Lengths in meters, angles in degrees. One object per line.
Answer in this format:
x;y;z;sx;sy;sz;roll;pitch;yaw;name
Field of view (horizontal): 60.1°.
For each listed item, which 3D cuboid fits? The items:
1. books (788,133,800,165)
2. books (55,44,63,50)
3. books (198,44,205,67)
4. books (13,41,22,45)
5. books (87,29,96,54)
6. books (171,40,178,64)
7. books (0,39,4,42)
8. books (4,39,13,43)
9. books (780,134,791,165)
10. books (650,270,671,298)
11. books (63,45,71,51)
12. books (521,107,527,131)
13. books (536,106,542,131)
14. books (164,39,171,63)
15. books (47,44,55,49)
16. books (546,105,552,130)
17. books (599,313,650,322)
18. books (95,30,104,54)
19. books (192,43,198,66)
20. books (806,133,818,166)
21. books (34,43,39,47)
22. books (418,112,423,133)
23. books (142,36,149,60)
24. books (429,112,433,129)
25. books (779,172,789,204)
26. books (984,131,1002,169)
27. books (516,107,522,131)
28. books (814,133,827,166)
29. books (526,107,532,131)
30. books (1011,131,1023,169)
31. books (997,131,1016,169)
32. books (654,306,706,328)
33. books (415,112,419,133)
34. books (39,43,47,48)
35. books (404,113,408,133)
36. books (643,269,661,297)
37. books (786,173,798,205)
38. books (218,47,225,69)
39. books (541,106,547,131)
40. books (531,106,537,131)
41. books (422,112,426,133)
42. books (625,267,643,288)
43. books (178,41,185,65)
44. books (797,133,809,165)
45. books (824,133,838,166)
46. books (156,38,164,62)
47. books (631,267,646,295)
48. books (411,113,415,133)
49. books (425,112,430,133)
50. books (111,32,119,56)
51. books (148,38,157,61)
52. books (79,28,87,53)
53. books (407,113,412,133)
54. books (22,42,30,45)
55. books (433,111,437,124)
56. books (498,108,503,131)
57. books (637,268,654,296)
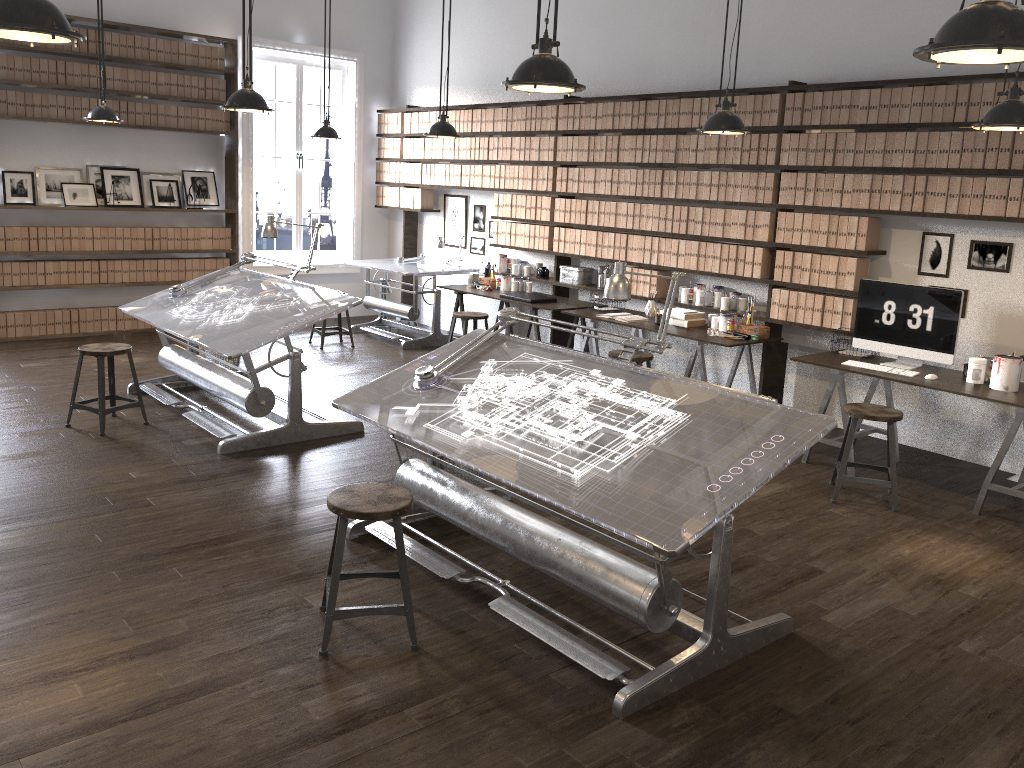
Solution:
2.043;-1.652;6.267;0.175;0.223;0.067;-6;14;-40;books
-4.241;-3.217;8.240;0.067;0.223;0.176;-6;14;-40;books
-3.216;-3.359;9.088;0.067;0.224;0.176;-6;14;-40;books
-4.501;-3.181;8.022;0.067;0.223;0.176;-6;14;-40;books
-4.018;-3.247;8.420;0.067;0.224;0.176;-6;14;-40;books
-3.428;-3.331;8.918;0.067;0.223;0.176;-6;14;-40;books
-4.607;-3.165;7.932;0.067;0.223;0.175;-6;14;-40;books
-4.556;-3.174;7.979;0.067;0.223;0.175;-6;14;-40;books
1.999;-1.667;6.324;0.175;0.223;0.067;-6;14;-40;books
1.232;-0.829;7.351;0.175;0.223;0.067;-7;14;-40;books
-4.187;-3.225;8.285;0.067;0.223;0.175;-6;14;-40;books
0.175;-2.511;8.420;0.175;0.223;0.067;-7;14;-40;books
0.314;-2.470;8.265;0.175;0.223;0.067;-7;14;-40;books
-3.482;-3.324;8.875;0.067;0.223;0.175;-6;14;-40;books
-4.289;-3.209;8.193;0.067;0.224;0.176;-6;14;-40;books
0.402;-2.441;8.159;0.175;0.223;0.067;-6;14;-40;books
0.880;-0.534;7.021;0.257;0.029;0.357;-8;16;-39;books
-3.965;-3.256;8.472;0.067;0.223;0.176;-6;14;-40;books
-3.270;-3.353;9.049;0.067;0.223;0.176;-6;14;-40;books
2.133;-1.625;6.168;0.175;0.223;0.067;-6;14;-40;books
-4.391;-3.196;8.112;0.067;0.223;0.176;-6;14;-40;books
-0.935;-2.861;9.727;0.175;0.223;0.067;-7;14;-40;books
-3.642;-3.299;8.732;0.067;0.224;0.176;-6;14;-40;books
-0.804;-2.820;9.572;0.175;0.223;0.067;-7;14;-40;books
2.001;-1.400;6.353;0.175;0.223;0.067;-7;14;-40;books
2.899;-1.386;5.277;0.175;0.223;0.067;-6;14;-40;books
0.131;-2.526;8.476;0.175;0.223;0.067;-7;14;-40;books
2.177;-1.612;6.120;0.175;0.223;0.067;-7;14;-40;books
0.221;-2.497;8.365;0.175;0.224;0.067;-6;14;-40;books
2.994;-1.356;5.165;0.175;0.223;0.067;-6;14;-40;books
2.942;-1.370;5.217;0.175;0.224;0.067;-7;14;-40;books
1.273;-0.527;6.827;0.386;0.146;0.296;-8;16;-39;books
-0.983;-2.875;9.777;0.175;0.223;0.067;-6;14;-40;books
-4.343;-3.203;8.153;0.067;0.223;0.176;-6;14;-40;books
-1.121;-2.920;9.945;0.175;0.223;0.067;-6;14;-40;books
1.183;-0.843;7.401;0.175;0.223;0.067;-7;14;-40;books
2.038;-1.387;6.303;0.175;0.224;0.067;-6;14;-40;books
-3.057;-3.382;9.223;0.067;0.223;0.175;-6;14;-40;books
0.360;-2.456;8.214;0.175;0.223;0.067;-7;14;-40;books
0.265;-2.485;8.321;0.175;0.223;0.067;-7;14;-40;books
-0.889;-2.847;9.674;0.175;0.223;0.067;-7;14;-40;books
1.047;-0.885;7.557;0.175;0.224;0.067;-7;14;-40;books
-3.371;-3.338;8.960;0.067;0.224;0.176;-6;14;-40;books
2.089;-1.637;6.213;0.175;0.224;0.067;-7;14;-40;books
2.220;-1.597;6.061;0.175;0.224;0.067;-6;14;-40;books
-3.533;-3.316;8.827;0.067;0.223;0.175;-6;14;-40;books
1.095;-0.872;7.510;0.175;0.223;0.067;-6;14;-40;books
-1.025;-2.890;9.834;0.175;0.223;0.067;-6;14;-40;books
-0.851;-2.833;9.619;0.175;0.224;0.067;-6;14;-40;books
-3.857;-3.270;8.557;0.067;0.223;0.175;-6;14;-40;books
-3.587;-3.307;8.778;0.067;0.223;0.176;-6;14;-40;books
-4.079;-3.240;8.376;0.067;0.223;0.176;-6;14;-40;books
-1.078;-2.904;9.886;0.175;0.224;0.067;-7;14;-40;books
-4.445;-3.188;8.064;0.067;0.224;0.176;-6;14;-40;books
-0.765;-2.807;9.524;0.175;0.223;0.067;-7;14;-40;books
-0.050;-2.583;8.688;0.175;0.223;0.067;-6;14;-40;books
1.141;-0.857;7.457;0.175;0.223;0.067;-6;14;-40;books
